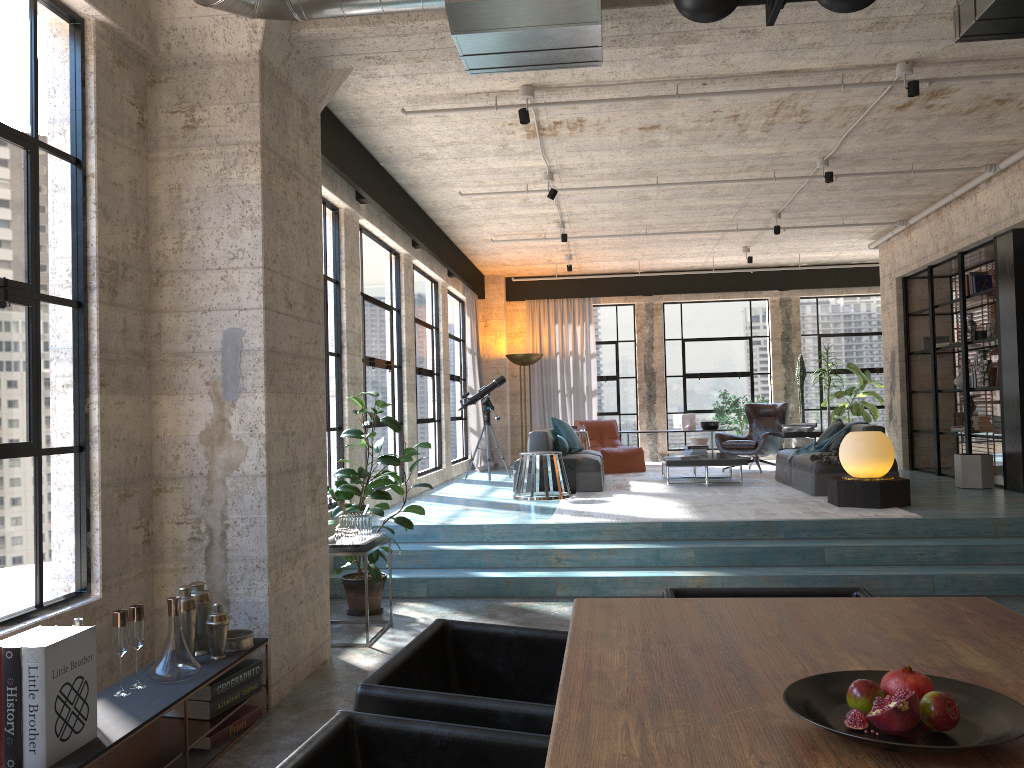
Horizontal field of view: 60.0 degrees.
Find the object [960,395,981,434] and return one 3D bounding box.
[{"bbox_3d":[5.222,0.348,10.082,0.218,0.433,0.218,-1,-2,-2],"label":"object"}]

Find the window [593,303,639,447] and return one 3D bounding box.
[{"bbox_3d":[1.252,-0.086,15.229,1.780,2.530,0.081,-2,-2,6],"label":"window"}]

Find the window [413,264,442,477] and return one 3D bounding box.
[{"bbox_3d":[-1.089,-0.147,11.156,0.081,2.530,1.780,-2,-2,6],"label":"window"}]

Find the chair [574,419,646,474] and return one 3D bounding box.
[{"bbox_3d":[1.383,0.895,12.819,0.801,0.759,0.920,-1,-2,-24],"label":"chair"}]

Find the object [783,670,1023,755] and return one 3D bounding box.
[{"bbox_3d":[0.744,0.616,1.691,0.435,0.079,0.435,-3,-2,43],"label":"object"}]

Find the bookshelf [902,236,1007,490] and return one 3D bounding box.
[{"bbox_3d":[5.395,-0.186,10.327,0.628,2.571,2.900,-2,-2,6],"label":"bookshelf"}]

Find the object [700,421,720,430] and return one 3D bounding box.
[{"bbox_3d":[3.178,0.666,14.223,0.307,0.129,0.307,0,-2,-45],"label":"object"}]

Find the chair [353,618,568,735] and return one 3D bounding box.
[{"bbox_3d":[-0.062,1.086,2.391,0.754,0.738,0.707,-2,-2,11],"label":"chair"}]

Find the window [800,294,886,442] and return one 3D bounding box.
[{"bbox_3d":[5.714,-0.215,14.753,1.780,2.530,0.081,-2,-2,6],"label":"window"}]

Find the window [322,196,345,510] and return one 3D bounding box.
[{"bbox_3d":[-1.569,-0.267,6.694,0.081,2.530,1.780,-2,-2,6],"label":"window"}]

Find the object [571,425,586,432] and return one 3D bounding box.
[{"bbox_3d":[0.887,0.608,12.121,0.287,0.096,0.206,0,-2,-44],"label":"object"}]

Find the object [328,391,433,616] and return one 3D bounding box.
[{"bbox_3d":[-0.997,0.825,6.233,0.886,1.552,0.514,-1,-2,-7],"label":"object"}]

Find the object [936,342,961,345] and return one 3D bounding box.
[{"bbox_3d":[5.345,-0.492,10.867,0.166,0.024,0.227,-1,-2,-15],"label":"object"}]

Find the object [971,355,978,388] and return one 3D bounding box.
[{"bbox_3d":[5.545,-0.141,10.619,0.062,0.395,0.121,-2,-2,9],"label":"object"}]

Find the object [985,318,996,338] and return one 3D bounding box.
[{"bbox_3d":[5.488,-0.609,10.198,0.131,0.280,0.252,-2,-2,14],"label":"object"}]

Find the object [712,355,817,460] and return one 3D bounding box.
[{"bbox_3d":[4.059,0.397,14.404,1.641,1.708,0.971,-1,-2,-18],"label":"object"}]

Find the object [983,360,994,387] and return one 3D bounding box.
[{"bbox_3d":[5.211,-0.114,9.711,0.099,0.301,0.099,-1,-2,0],"label":"object"}]

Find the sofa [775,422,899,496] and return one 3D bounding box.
[{"bbox_3d":[3.553,0.775,9.681,1.019,0.680,2.063,-2,-2,6],"label":"sofa"}]

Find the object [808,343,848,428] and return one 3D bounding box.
[{"bbox_3d":[4.921,0.280,13.858,0.629,1.863,0.523,-1,-2,-25],"label":"object"}]

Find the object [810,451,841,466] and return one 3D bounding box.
[{"bbox_3d":[3.217,0.759,8.896,0.433,0.185,0.429,-2,-2,2],"label":"object"}]

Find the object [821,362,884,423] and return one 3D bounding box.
[{"bbox_3d":[5.462,0.437,14.164,0.817,1.543,0.921,-1,-2,-25],"label":"object"}]

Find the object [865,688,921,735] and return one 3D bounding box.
[{"bbox_3d":[0.711,0.608,1.647,0.110,0.082,0.088,0,-2,-44],"label":"object"}]

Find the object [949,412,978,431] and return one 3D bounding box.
[{"bbox_3d":[5.621,0.463,10.980,0.284,0.231,0.335,-2,-2,6],"label":"object"}]

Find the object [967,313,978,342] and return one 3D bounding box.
[{"bbox_3d":[5.498,-0.652,10.613,0.180,0.394,0.178,-1,-2,0],"label":"object"}]

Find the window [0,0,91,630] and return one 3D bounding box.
[{"bbox_3d":[-1.967,-0.367,2.990,0.081,2.530,1.780,-2,-2,6],"label":"window"}]

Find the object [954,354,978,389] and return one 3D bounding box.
[{"bbox_3d":[5.583,-0.153,10.921,0.265,0.432,0.265,0,-2,-40],"label":"object"}]

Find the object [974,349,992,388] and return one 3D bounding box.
[{"bbox_3d":[5.480,-0.174,10.294,0.192,0.447,0.191,0,-2,-36],"label":"object"}]

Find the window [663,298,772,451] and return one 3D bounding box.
[{"bbox_3d":[3.483,-0.151,14.991,1.780,2.530,0.081,-2,-2,6],"label":"window"}]

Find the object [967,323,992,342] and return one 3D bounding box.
[{"bbox_3d":[5.205,-0.574,9.829,0.200,0.200,0.409,-2,-2,16],"label":"object"}]

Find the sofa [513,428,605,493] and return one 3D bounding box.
[{"bbox_3d":[0.609,0.885,10.841,1.019,0.680,2.063,-2,-2,6],"label":"sofa"}]

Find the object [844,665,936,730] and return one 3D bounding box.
[{"bbox_3d":[0.737,0.604,1.715,0.219,0.097,0.100,0,-2,-40],"label":"object"}]

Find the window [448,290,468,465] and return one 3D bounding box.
[{"bbox_3d":[-0.849,-0.087,13.386,0.081,2.530,1.780,-2,-2,6],"label":"window"}]

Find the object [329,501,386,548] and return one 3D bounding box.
[{"bbox_3d":[-1.022,0.885,5.643,0.327,0.253,0.546,-2,-2,6],"label":"object"}]

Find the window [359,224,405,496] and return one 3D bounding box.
[{"bbox_3d":[-1.329,-0.207,8.925,0.081,2.530,1.780,-2,-2,6],"label":"window"}]

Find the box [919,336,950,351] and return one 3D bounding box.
[{"bbox_3d":[5.357,-0.515,11.249,0.306,0.157,0.312,-2,-2,16],"label":"box"}]

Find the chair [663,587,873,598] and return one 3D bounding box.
[{"bbox_3d":[0.869,1.076,2.880,0.707,0.738,0.754,-2,-2,6],"label":"chair"}]

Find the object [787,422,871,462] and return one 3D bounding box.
[{"bbox_3d":[3.549,0.641,9.766,0.985,0.438,0.444,-3,-2,33],"label":"object"}]

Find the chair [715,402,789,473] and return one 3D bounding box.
[{"bbox_3d":[3.386,0.728,12.243,0.975,0.940,0.820,0,-2,-44],"label":"chair"}]

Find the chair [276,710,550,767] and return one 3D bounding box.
[{"bbox_3d":[-0.202,1.064,1.556,0.754,0.738,0.707,-2,-2,11],"label":"chair"}]

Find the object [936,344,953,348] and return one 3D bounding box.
[{"bbox_3d":[5.338,-0.463,10.872,0.179,0.034,0.243,-1,-2,-16],"label":"object"}]

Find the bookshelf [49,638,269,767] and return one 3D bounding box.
[{"bbox_3d":[-1.393,1.342,3.356,0.350,0.347,1.600,-2,-2,6],"label":"bookshelf"}]

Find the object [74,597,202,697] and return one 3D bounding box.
[{"bbox_3d":[-1.425,0.984,3.308,0.199,0.365,0.703,-2,-2,17],"label":"object"}]

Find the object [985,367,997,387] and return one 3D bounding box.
[{"bbox_3d":[5.485,-0.070,10.093,0.190,0.230,0.189,0,-2,-39],"label":"object"}]

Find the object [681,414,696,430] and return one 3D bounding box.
[{"bbox_3d":[2.815,0.607,14.110,0.214,0.259,0.154,-2,-2,6],"label":"object"}]

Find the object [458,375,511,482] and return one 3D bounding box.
[{"bbox_3d":[-0.369,0.584,11.766,0.617,1.406,0.595,-2,-2,7],"label":"object"}]
